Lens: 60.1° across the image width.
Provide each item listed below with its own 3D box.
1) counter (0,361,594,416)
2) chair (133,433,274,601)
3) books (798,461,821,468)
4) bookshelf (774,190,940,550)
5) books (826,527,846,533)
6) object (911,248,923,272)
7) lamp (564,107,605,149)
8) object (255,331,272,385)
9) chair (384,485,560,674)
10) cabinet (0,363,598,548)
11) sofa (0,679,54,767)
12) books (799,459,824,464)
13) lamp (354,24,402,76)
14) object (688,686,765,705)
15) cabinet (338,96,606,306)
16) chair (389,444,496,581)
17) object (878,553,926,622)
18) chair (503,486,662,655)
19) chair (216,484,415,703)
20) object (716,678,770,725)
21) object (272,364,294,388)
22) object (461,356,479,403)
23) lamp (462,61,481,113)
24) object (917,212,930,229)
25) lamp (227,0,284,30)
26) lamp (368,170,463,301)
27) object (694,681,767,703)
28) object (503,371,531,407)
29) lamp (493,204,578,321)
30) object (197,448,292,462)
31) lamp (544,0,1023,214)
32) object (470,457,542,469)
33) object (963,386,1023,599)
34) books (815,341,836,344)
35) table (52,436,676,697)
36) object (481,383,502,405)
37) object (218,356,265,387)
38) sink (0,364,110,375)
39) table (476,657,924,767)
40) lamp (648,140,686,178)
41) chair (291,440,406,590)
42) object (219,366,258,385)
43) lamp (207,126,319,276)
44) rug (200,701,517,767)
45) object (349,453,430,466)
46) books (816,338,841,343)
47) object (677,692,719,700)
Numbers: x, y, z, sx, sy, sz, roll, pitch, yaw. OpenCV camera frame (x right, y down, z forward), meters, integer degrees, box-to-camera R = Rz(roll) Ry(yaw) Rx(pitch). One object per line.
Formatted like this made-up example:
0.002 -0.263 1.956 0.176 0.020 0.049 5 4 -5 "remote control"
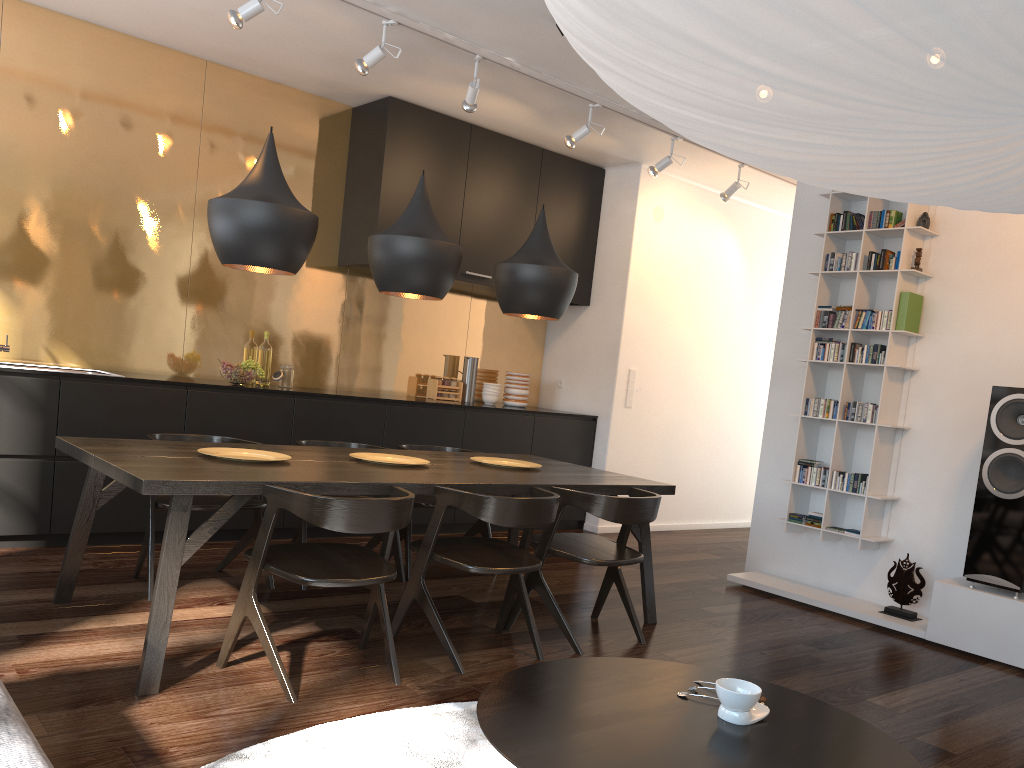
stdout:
-1.498 0.016 5.455 5.074 0.002 0.727 6 1 -40 "counter"
-1.430 0.592 4.069 0.594 0.674 0.516 4 4 -44 "chair"
1.759 0.476 5.234 0.069 0.023 0.106 6 1 -40 "books"
1.977 -0.118 5.087 0.227 2.085 0.635 2 6 -40 "bookshelf"
1.884 0.839 5.095 0.093 0.012 0.111 6 1 -40 "books"
2.218 -0.676 4.830 0.045 0.141 0.064 10 5 41 "object"
0.441 -1.522 5.266 0.250 0.241 0.085 7 4 21 "lamp"
-1.581 -0.167 5.653 0.091 0.341 0.091 8 5 17 "object"
-0.120 0.742 3.535 0.594 0.674 0.516 4 4 -39 "chair"
-1.548 0.464 5.491 5.077 0.904 0.728 6 3 -40 "cabinet"
-0.381 0.732 0.973 2.045 0.675 3.049 6 1 -40 "sofa"
1.775 0.460 5.243 0.093 0.012 0.111 6 1 -40 "books"
-0.648 -1.637 4.344 0.250 0.241 0.085 7 4 16 "lamp"
0.463 0.672 1.912 0.163 0.016 0.025 7 2 25 "object"
-0.224 -1.229 6.414 1.960 1.055 0.528 5 4 -40 "cabinet"
-0.404 0.701 4.898 0.594 0.674 0.516 4 4 -41 "chair"
2.130 1.088 4.794 0.122 0.352 0.211 3 5 -40 "object"
0.348 0.792 3.930 0.594 0.674 0.516 4 4 -42 "chair"
-0.638 0.688 3.090 0.594 0.674 0.516 4 4 -41 "chair"
0.475 0.647 1.801 0.139 0.069 0.091 6 2 -28 "object"
-1.437 -0.056 5.583 0.087 0.152 0.177 8 3 27 "object"
-0.313 -0.032 6.711 0.165 0.341 0.113 3 5 -37 "object"
-0.380 -0.805 5.563 0.089 1.856 1.825 6 3 -6 "lamp"
2.244 -0.885 4.815 0.064 0.101 0.060 8 4 26 "object"
-1.132 -1.689 3.924 0.251 0.240 0.085 6 4 0 "lamp"
-0.411 -0.652 3.834 0.409 0.544 0.411 8 3 26 "lamp"
0.481 0.674 1.951 0.167 0.015 0.015 7 2 37 "object"
0.035 0.043 6.910 0.197 0.265 0.198 8 3 24 "object"
0.122 -0.596 4.284 0.410 0.544 0.409 7 3 7 "lamp"
-1.050 0.282 3.478 0.357 0.017 0.353 6 1 -37 "object"
0.739 -0.368 0.996 1.470 0.211 1.464 6 0 -3 "lamp"
-0.030 0.390 4.339 0.357 0.017 0.353 6 1 -37 "object"
2.480 0.528 4.340 0.281 1.008 0.293 3 6 -40 "object"
1.855 -0.239 5.190 0.093 0.012 0.111 6 1 -40 "books"
-0.542 0.688 3.919 2.507 0.682 1.099 6 2 -40 "table"
-0.160 0.075 6.783 0.158 0.161 0.153 6 3 -12 "object"
-1.591 -0.081 5.192 0.177 0.174 0.240 8 3 35 "object"
-1.570 -0.013 5.336 3.423 0.245 0.479 6 1 -41 "sink"
0.327 0.904 1.729 0.849 0.475 0.842 5 2 -38 "table"
1.014 -1.461 5.752 0.249 0.241 0.085 8 4 26 "lamp"
-0.869 0.652 4.505 0.594 0.674 0.516 4 4 -42 "chair"
-1.613 -0.045 5.198 0.218 0.097 0.218 7 1 7 "object"
-0.944 -0.709 3.384 0.411 0.544 0.408 6 3 -7 "lamp"
0.457 1.152 1.712 2.824 0.012 2.840 7 0 30 "rug"
-0.540 0.336 3.908 0.354 0.017 0.356 7 0 31 "object"
1.859 -0.255 5.193 0.096 0.022 0.111 6 1 -40 "books"
0.414 0.669 1.882 0.124 0.010 0.026 7 1 16 "object"
